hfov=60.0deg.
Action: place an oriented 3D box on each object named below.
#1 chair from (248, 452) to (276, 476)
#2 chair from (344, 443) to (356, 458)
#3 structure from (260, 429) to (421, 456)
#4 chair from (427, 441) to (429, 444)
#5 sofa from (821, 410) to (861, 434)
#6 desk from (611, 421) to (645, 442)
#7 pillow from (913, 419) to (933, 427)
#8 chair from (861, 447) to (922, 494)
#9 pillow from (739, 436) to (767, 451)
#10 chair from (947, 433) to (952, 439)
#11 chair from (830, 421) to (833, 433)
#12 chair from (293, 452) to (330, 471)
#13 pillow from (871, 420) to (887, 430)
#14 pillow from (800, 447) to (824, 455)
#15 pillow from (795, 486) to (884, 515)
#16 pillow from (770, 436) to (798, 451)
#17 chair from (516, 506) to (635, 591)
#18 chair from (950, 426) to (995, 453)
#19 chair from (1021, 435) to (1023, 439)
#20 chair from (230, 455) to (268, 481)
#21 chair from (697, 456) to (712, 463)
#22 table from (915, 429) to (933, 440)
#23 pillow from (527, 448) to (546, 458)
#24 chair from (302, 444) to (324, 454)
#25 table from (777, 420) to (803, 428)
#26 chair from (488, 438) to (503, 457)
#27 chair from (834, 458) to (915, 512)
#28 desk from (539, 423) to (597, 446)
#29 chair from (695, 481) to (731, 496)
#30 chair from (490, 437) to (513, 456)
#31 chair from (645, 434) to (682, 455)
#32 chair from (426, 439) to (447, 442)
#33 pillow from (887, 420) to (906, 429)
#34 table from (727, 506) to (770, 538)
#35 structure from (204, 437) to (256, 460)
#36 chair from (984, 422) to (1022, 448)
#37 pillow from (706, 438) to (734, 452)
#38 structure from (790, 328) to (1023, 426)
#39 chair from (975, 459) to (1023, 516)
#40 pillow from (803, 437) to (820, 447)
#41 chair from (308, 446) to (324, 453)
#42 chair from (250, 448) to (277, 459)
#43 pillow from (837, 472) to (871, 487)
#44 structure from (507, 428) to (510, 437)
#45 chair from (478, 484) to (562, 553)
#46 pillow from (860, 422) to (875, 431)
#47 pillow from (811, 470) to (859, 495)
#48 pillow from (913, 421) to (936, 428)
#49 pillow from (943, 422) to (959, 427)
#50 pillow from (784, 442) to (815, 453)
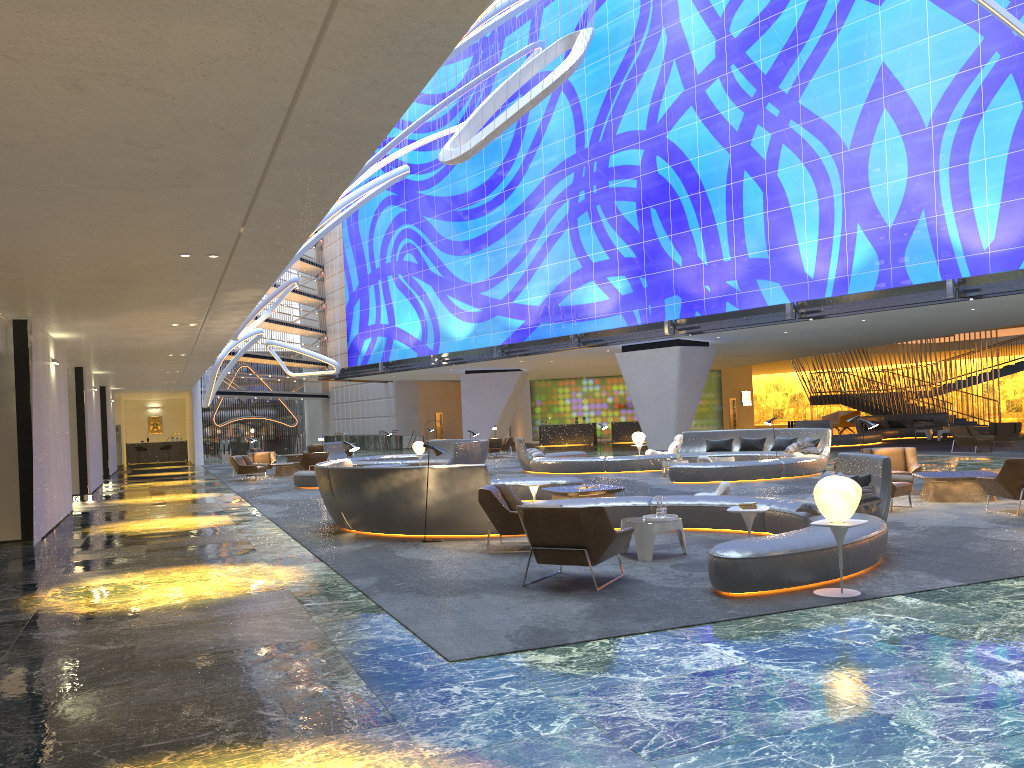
[{"bbox_3d":[-8.378,2.676,29.711,0.929,0.766,0.939,-2,-1,-16],"label":"chair"},{"bbox_3d":[-7.148,2.923,37.799,0.938,0.766,0.930,-2,-1,-20],"label":"chair"},{"bbox_3d":[-13.033,7.438,59.639,9.300,8.397,19.752,-2,-2,-22],"label":"structure"},{"bbox_3d":[-2.855,2.646,35.324,0.939,0.766,0.929,-3,-1,11],"label":"chair"},{"bbox_3d":[17.148,1.987,46.251,1.062,1.179,3.418,-3,-2,4],"label":"sofa"},{"bbox_3d":[6.867,2.514,47.443,2.978,1.097,0.813,-3,-1,15],"label":"desk"},{"bbox_3d":[17.039,1.622,36.742,0.775,0.366,0.317,-3,-1,20],"label":"pillow"},{"bbox_3d":[6.544,1.500,15.330,0.930,0.766,0.939,-3,-1,19],"label":"chair"},{"bbox_3d":[6.299,1.578,23.287,0.760,0.417,0.281,-4,-1,36],"label":"pillow"},{"bbox_3d":[16.854,1.876,33.894,0.491,0.501,0.587,-2,-1,-5],"label":"chair"},{"bbox_3d":[12.541,1.940,35.731,0.729,0.882,1.157,-3,-1,22],"label":"chair"},{"bbox_3d":[-6.118,2.487,27.238,0.929,0.766,0.939,-1,-2,-38],"label":"chair"},{"bbox_3d":[15.136,1.691,36.595,0.758,0.417,0.282,-2,-1,-29],"label":"pillow"},{"bbox_3d":[6.967,1.564,20.580,0.445,0.207,0.443,-3,-2,30],"label":"pillow"},{"bbox_3d":[3.554,1.267,9.695,0.874,0.280,0.684,-3,-2,15],"label":"pillow"},{"bbox_3d":[6.934,1.531,22.613,0.315,0.386,0.785,-2,-2,-30],"label":"pillow"},{"bbox_3d":[0.583,1.501,8.410,0.930,0.766,0.938,-3,-2,28],"label":"chair"},{"bbox_3d":[13.185,1.590,25.463,0.929,0.766,0.939,-2,-1,-24],"label":"chair"},{"bbox_3d":[14.349,1.481,23.881,0.930,0.766,0.939,-3,-1,17],"label":"chair"},{"bbox_3d":[-8.080,2.570,27.192,0.939,0.766,0.929,-3,-1,11],"label":"chair"},{"bbox_3d":[4.886,1.918,21.110,0.586,0.501,1.784,-3,-2,32],"label":"chair"},{"bbox_3d":[16.145,1.985,34.745,0.671,0.406,0.673,-3,-2,23],"label":"table"},{"bbox_3d":[0.619,1.939,25.022,0.692,0.262,0.878,-2,-2,-13],"label":"pillow"},{"bbox_3d":[-8.581,3.020,38.744,0.929,0.766,0.939,-3,-1,5],"label":"chair"},{"bbox_3d":[15.270,2.358,48.263,1.243,0.727,2.306,-3,-2,26],"label":"table"},{"bbox_3d":[-0.892,2.563,35.371,0.929,0.766,0.939,-1,-2,-38],"label":"chair"},{"bbox_3d":[5.338,1.470,13.099,0.929,0.766,0.939,-1,-2,-43],"label":"chair"},{"bbox_3d":[2.987,2.679,47.385,2.978,1.097,0.813,-3,-1,17],"label":"desk"},{"bbox_3d":[3.014,1.707,13.231,0.587,0.501,0.491,-3,-1,13],"label":"chair"},{"bbox_3d":[-0.451,2.606,37.031,0.938,0.766,0.930,-2,-1,-13],"label":"chair"},{"bbox_3d":[4.426,1.903,25.282,1.157,0.882,0.729,-2,-1,-3],"label":"chair"},{"bbox_3d":[-3.153,2.752,37.843,0.929,0.766,0.939,-2,-1,-16],"label":"chair"},{"bbox_3d":[16.015,1.668,36.885,0.784,0.386,0.315,-2,-1,-5],"label":"pillow"},{"bbox_3d":[2.281,1.500,8.571,0.428,0.595,0.418,-3,-1,22],"label":"table"},{"bbox_3d":[-18.842,7.552,56.848,3.015,8.237,19.848,-2,-2,-22],"label":"structure"},{"bbox_3d":[15.076,1.571,27.153,0.930,0.766,0.938,-4,-2,39],"label":"chair"},{"bbox_3d":[5.531,1.648,23.658,0.769,0.369,0.295,-3,-1,22],"label":"pillow"},{"bbox_3d":[22.451,-0.662,41.247,11.976,6.246,16.505,-2,-2,-22],"label":"structure"},{"bbox_3d":[6.969,1.359,12.006,0.929,0.766,0.939,-2,-1,-3],"label":"chair"},{"bbox_3d":[7.237,1.484,21.623,0.317,0.366,0.775,-2,-2,-5],"label":"pillow"},{"bbox_3d":[-7.725,2.878,35.922,0.930,0.766,0.938,-3,-2,30],"label":"chair"},{"bbox_3d":[-10.207,3.004,36.436,0.939,0.766,0.930,-3,-1,3],"label":"chair"},{"bbox_3d":[3.817,1.205,10.151,0.295,0.368,0.769,-2,-2,-9],"label":"pillow"},{"bbox_3d":[-0.381,2.534,52.346,1.021,2.051,0.773,-2,-1,-43],"label":"structure"},{"bbox_3d":[0.119,1.606,10.718,0.939,0.766,0.929,-3,-1,11],"label":"chair"},{"bbox_3d":[14.476,1.722,36.053,0.768,0.369,0.295,-1,-2,-43],"label":"pillow"},{"bbox_3d":[3.635,1.185,10.042,0.315,0.386,0.785,-2,-2,-6],"label":"pillow"},{"bbox_3d":[16.931,1.664,36.578,0.877,0.262,0.693,-1,-2,-31],"label":"pillow"},{"bbox_3d":[17.872,1.668,36.052,0.444,0.207,0.444,-1,-2,-35],"label":"pillow"},{"bbox_3d":[7.044,1.537,21.653,0.878,0.262,0.692,-4,-2,34],"label":"pillow"}]
